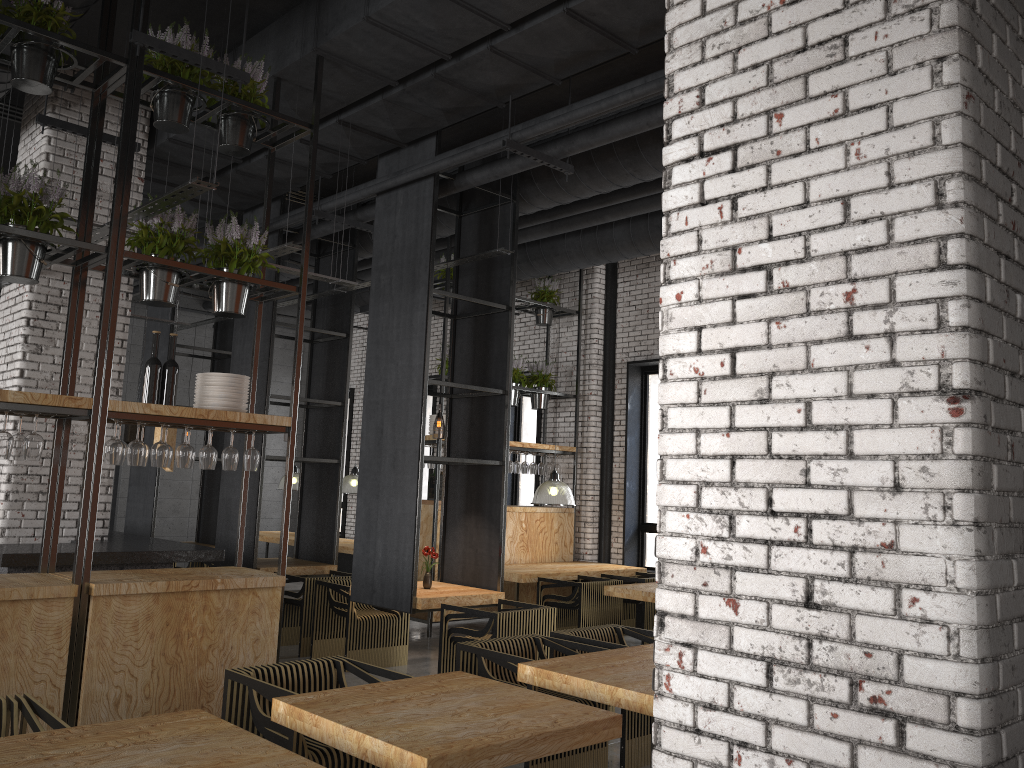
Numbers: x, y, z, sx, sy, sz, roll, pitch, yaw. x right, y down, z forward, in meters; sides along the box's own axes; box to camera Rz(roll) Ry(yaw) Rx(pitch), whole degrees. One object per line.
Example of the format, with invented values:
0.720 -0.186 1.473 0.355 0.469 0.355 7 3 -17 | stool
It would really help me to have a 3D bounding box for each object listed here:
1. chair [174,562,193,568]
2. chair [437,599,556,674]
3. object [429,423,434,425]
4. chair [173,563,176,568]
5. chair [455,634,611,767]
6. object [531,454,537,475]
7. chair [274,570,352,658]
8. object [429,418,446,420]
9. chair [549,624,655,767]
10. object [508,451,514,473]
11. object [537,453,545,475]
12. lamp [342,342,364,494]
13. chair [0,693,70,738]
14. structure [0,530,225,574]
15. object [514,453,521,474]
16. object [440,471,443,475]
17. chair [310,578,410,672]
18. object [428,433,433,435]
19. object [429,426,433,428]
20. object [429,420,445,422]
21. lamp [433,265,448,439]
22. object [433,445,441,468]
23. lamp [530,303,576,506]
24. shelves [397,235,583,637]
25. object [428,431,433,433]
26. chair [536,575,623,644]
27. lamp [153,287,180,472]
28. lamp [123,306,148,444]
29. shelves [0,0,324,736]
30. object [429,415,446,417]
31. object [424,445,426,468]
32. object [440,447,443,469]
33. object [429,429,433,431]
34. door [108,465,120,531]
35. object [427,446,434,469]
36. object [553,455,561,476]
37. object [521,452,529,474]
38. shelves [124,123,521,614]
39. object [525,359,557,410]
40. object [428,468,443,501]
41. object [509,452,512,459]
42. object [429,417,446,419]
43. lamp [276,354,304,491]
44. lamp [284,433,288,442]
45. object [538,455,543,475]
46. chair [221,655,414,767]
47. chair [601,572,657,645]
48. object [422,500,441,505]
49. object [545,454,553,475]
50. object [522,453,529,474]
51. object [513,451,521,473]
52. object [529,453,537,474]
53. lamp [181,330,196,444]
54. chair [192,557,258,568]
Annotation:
-3.706 2.398 10.630 0.656 0.732 0.638 9 -10 -42 | chair
-0.121 2.105 6.926 0.638 0.732 0.656 -5 -10 44 | chair
-0.812 0.489 10.427 0.334 0.039 0.334 7 -8 -36 | object
-4.966 2.498 11.902 0.656 0.732 0.638 10 -10 -44 | chair
0.113 1.907 5.182 0.656 0.732 0.638 9 -10 -43 | chair
0.284 1.052 11.614 0.101 0.268 0.100 4 -8 -13 | object
-1.933 2.248 8.755 0.656 0.732 0.638 9 -10 -41 | chair
-0.810 0.430 10.435 0.334 0.044 0.334 0 -7 17 | object
0.689 1.998 5.749 0.656 0.732 0.638 10 -10 -44 | chair
-0.027 0.957 10.925 0.101 0.268 0.100 3 -8 -7 | object
0.377 1.019 11.308 0.101 0.268 0.100 4 -8 -13 | object
-2.298 0.432 13.304 0.536 2.412 0.535 3 -8 -7 | lamp
-2.035 1.576 3.145 0.656 0.732 0.638 9 -10 -41 | chair
-5.783 1.550 7.417 4.303 1.538 5.870 9 -9 -43 | structure
0.072 1.019 11.413 0.101 0.268 0.100 4 -8 -13 | object
-0.812 1.200 10.284 0.070 0.369 0.107 10 -11 -44 | object
-1.397 2.204 8.201 0.656 0.732 0.638 9 -10 -41 | chair
-0.816 0.601 10.411 0.334 0.033 0.334 3 -7 -5 | object
-0.813 0.524 10.422 0.334 0.039 0.334 1 -7 13 | object
-0.811 0.450 10.433 0.334 0.041 0.334 0 -7 16 | object
-0.615 -0.313 7.912 0.108 1.603 0.108 0 -8 18 | lamp
-0.851 0.830 10.141 0.101 0.268 0.100 3 -8 -7 | object
0.534 0.219 10.536 0.536 2.412 0.535 3 -8 -7 | lamp
-0.201 0.425 11.050 2.329 5.033 0.689 10 -11 -43 | shelves
-0.816 0.581 10.415 0.334 0.046 0.334 -1 -8 27 | object
0.706 2.429 9.360 0.656 0.732 0.638 9 -10 -43 | chair
-2.782 -0.064 7.233 0.127 1.551 0.127 10 -11 -43 | lamp
-3.230 -0.103 7.710 0.127 1.399 0.127 10 -11 -43 | lamp
-2.870 -0.438 4.723 3.653 5.033 0.689 9 -11 -43 | shelves
-0.808 0.392 10.441 0.334 0.039 0.334 0 -7 20 | object
-1.050 0.846 10.346 0.101 0.268 0.100 3 -8 -7 | object
-0.844 0.878 10.542 0.101 0.268 0.100 3 -8 -7 | object
-0.814 0.562 10.417 0.335 0.037 0.334 1 -7 13 | object
-6.852 1.976 14.005 1.118 2.109 0.158 10 -11 -43 | door
-0.950 0.861 10.441 0.101 0.268 0.100 3 -8 -7 | object
0.589 1.052 11.510 0.101 0.268 0.100 4 -8 -13 | object
0.165 0.987 11.107 0.101 0.268 0.100 3 -8 -7 | object
-2.432 -0.134 9.752 1.001 4.379 6.141 10 -10 -43 | shelves
0.365 0.055 11.608 0.416 0.560 0.466 6 -8 -24 | object
-0.872 1.095 10.217 0.106 0.555 0.156 10 -11 -44 | object
-0.034 1.003 11.312 0.101 0.268 0.100 3 -8 -7 | object
-0.808 0.411 10.437 0.335 0.039 0.334 0 -7 21 | object
-3.495 0.530 14.540 0.536 2.412 0.535 3 -8 -2 | lamp
-2.396 -0.167 9.752 0.108 1.603 0.108 2 -8 3 | lamp
0.390 1.068 11.715 0.101 0.268 0.100 4 -8 -13 | object
-0.935 1.748 4.204 0.638 0.732 0.656 -5 -10 45 | chair
1.441 2.545 10.086 0.638 0.732 0.656 -5 -10 44 | chair
-0.883 1.381 10.340 0.411 0.050 0.411 9 -9 -44 | object
0.483 1.036 11.409 0.101 0.268 0.100 4 -8 -13 | object
0.178 1.035 11.514 0.101 0.268 0.100 4 -8 -13 | object
0.065 0.971 11.012 0.101 0.268 0.100 3 -8 -7 | object
0.271 1.003 11.208 0.101 0.268 0.100 4 -8 -13 | object
-4.210 -0.019 11.626 0.108 1.603 0.108 4 -8 -12 | lamp
-3.204 2.354 10.082 0.656 0.732 0.638 10 -10 -44 | chair
